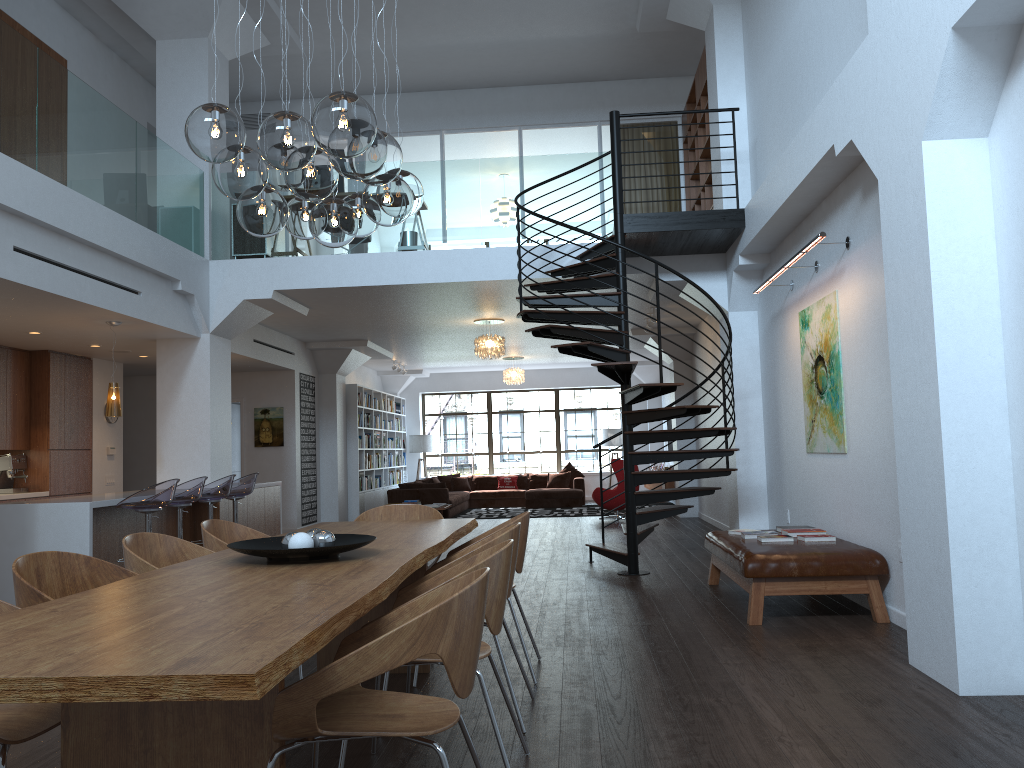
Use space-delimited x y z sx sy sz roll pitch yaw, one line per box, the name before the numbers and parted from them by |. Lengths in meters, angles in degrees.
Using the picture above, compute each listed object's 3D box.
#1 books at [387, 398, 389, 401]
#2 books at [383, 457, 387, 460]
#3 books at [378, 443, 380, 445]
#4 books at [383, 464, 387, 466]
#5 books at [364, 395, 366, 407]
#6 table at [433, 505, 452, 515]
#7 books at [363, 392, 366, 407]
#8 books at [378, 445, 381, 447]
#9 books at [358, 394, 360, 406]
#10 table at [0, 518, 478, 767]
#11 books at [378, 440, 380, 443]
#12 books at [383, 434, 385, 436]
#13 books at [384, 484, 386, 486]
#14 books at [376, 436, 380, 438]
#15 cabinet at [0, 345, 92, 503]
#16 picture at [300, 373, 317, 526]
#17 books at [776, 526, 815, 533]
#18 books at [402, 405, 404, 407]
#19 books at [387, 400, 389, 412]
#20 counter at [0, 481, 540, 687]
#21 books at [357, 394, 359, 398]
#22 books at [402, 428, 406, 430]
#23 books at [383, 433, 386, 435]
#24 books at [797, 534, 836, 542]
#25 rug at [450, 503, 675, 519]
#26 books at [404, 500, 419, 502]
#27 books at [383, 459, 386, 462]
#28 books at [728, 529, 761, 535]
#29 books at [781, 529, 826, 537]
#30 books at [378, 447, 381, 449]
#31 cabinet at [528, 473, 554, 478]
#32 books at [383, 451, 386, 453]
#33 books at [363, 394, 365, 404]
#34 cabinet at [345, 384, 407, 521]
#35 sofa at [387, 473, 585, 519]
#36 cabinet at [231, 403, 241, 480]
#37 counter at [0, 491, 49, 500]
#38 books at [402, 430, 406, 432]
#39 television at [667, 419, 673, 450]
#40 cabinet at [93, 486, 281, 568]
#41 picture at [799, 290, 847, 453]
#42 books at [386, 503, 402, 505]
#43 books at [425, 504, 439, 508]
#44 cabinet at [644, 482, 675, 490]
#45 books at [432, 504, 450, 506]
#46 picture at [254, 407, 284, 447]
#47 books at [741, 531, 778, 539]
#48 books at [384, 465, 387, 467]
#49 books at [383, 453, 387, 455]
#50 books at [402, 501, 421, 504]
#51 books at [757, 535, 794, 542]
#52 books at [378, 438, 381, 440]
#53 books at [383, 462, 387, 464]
books | -2.625 0.443 18.325 0.176 0.290 0.053 -2 -4 4
books | -2.646 1.492 17.733 0.253 0.040 0.183 -2 -4 4
books | -2.697 1.165 17.298 0.180 0.042 0.259 -2 -4 4
books | -2.648 1.613 17.722 0.251 0.037 0.160 -2 -4 9
books | -2.764 0.308 16.159 0.174 0.242 0.105 -2 -4 4
table | -1.613 2.199 14.864 1.100 0.271 0.853 -2 -4 4
books | -2.764 0.291 16.248 0.176 0.293 0.125 -2 -4 4
books | -2.672 1.205 17.297 0.160 0.039 0.251 -2 -4 9
books | -2.790 0.289 15.755 0.161 0.218 0.101 -2 -4 4
table | -0.835 1.077 3.569 1.012 0.750 3.803 -2 -4 4
books | -2.684 1.122 17.314 0.168 0.045 0.231 -2 -4 -1
books | -2.651 1.025 17.664 0.223 0.031 0.161 -2 -4 4
books | -2.670 2.017 17.661 0.284 0.035 0.197 -2 -4 4
books | -2.685 1.044 17.322 0.161 0.033 0.223 -2 -4 4
cabinet | -5.750 0.730 8.513 0.598 2.499 5.299 -2 -4 4
picture | -3.242 1.036 14.156 0.021 2.380 0.800 -2 -4 4
books | 2.233 1.144 6.977 0.254 0.044 0.183 -2 -4 -1
books | -2.498 0.589 19.914 0.140 0.231 0.042 -2 -4 4
books | -2.627 0.459 18.241 0.171 0.246 0.057 -2 -4 4
counter | -2.787 1.386 7.554 3.039 0.860 8.182 0 -5 -25
books | -2.800 0.280 15.601 0.182 0.215 0.188 -2 -4 4
books | -2.536 1.009 19.700 0.284 0.033 0.197 -3 -5 19
books | -2.651 0.996 17.674 0.224 0.030 0.161 -3 -4 14
books | 2.172 1.099 6.330 0.224 0.036 0.161 -2 -4 -2
rug | 1.026 2.387 16.704 4.200 0.007 3.100 -2 -4 5
books | -1.712 2.003 15.167 0.224 0.027 0.157 -2 -4 9
books | -2.640 1.533 17.738 0.231 0.044 0.168 -2 -4 -1
books | 1.825 1.161 6.963 0.161 0.031 0.223 0 -5 -18
books | 2.192 1.119 6.660 0.283 0.043 0.197 -2 -4 3
books | -2.668 1.244 17.296 0.171 0.039 0.246 -2 -4 4
cabinet | 0.280 2.335 19.786 1.520 0.625 0.350 -2 -4 4
books | -2.632 1.371 17.734 0.185 0.041 0.129 -3 -5 18
books | -2.771 0.300 16.106 0.170 0.251 0.118 -2 -4 4
cabinet | -2.747 1.372 17.660 0.461 2.414 4.500 -2 -4 4
sofa | -0.301 2.146 17.326 3.481 0.664 4.197 -2 -4 4
cabinet | -5.339 0.974 15.140 0.527 2.991 2.630 -2 -4 4
counter | -5.768 1.110 8.026 0.600 0.050 4.387 -2 -4 4
books | -2.534 1.043 19.698 0.284 0.035 0.197 -5 -5 34
television | 3.097 1.029 17.216 0.013 0.816 1.324 -2 -4 4
cabinet | -3.586 1.561 9.229 0.898 0.796 4.493 -2 -4 4
picture | 2.445 -0.056 7.023 0.010 1.200 1.095 -2 -4 4
books | -2.031 2.073 15.123 0.241 0.045 0.334 -2 -4 5
books | -1.408 2.027 14.729 0.342 0.040 0.231 -6 -6 44
cabinet | 2.971 1.916 17.224 0.459 0.350 4.501 -2 -4 4
books | -1.229 2.047 15.061 0.256 0.035 0.350 -4 -5 29
picture | -3.718 0.660 13.563 0.450 0.600 0.030 -2 -4 4
books | 1.853 1.130 6.642 0.247 0.040 0.185 -2 -4 7
books | -2.645 1.651 17.716 0.246 0.038 0.171 -2 -4 4
books | -2.627 1.404 17.738 0.208 0.024 0.144 -2 -4 9
books | -1.715 2.034 15.167 0.279 0.035 0.191 -3 -4 14
books | 1.892 1.110 6.375 0.224 0.032 0.161 -2 -4 4
books | -2.678 1.079 17.313 0.183 0.042 0.253 -2 -4 4
books | -2.652 1.577 17.749 0.259 0.040 0.180 -2 -4 4
